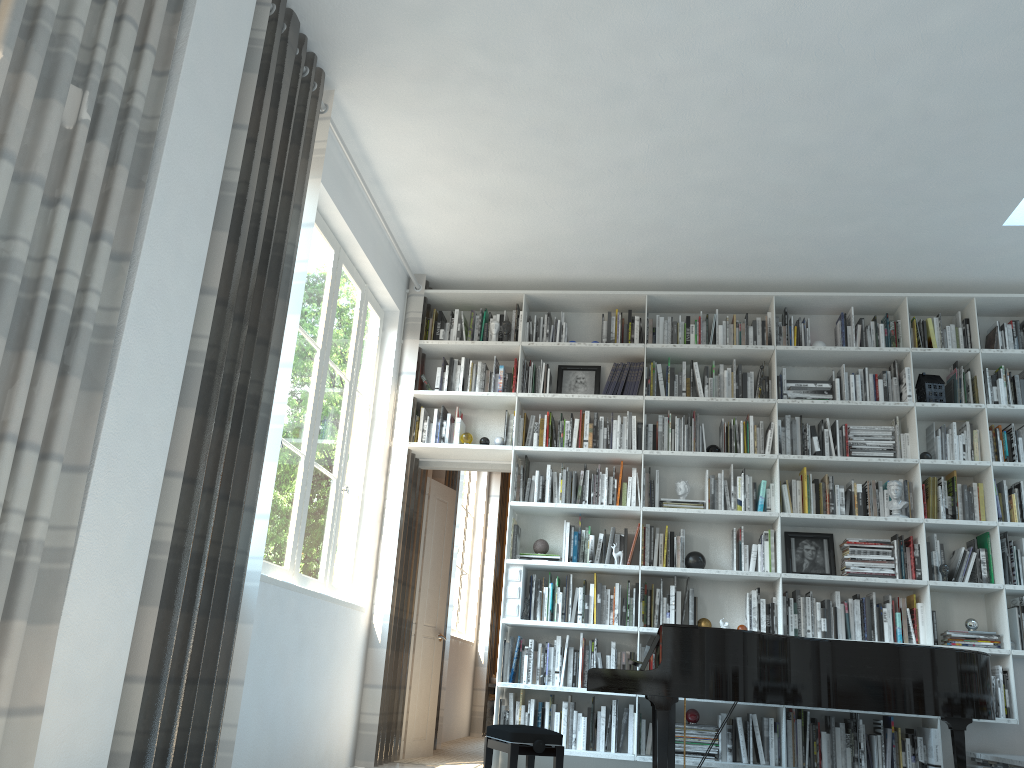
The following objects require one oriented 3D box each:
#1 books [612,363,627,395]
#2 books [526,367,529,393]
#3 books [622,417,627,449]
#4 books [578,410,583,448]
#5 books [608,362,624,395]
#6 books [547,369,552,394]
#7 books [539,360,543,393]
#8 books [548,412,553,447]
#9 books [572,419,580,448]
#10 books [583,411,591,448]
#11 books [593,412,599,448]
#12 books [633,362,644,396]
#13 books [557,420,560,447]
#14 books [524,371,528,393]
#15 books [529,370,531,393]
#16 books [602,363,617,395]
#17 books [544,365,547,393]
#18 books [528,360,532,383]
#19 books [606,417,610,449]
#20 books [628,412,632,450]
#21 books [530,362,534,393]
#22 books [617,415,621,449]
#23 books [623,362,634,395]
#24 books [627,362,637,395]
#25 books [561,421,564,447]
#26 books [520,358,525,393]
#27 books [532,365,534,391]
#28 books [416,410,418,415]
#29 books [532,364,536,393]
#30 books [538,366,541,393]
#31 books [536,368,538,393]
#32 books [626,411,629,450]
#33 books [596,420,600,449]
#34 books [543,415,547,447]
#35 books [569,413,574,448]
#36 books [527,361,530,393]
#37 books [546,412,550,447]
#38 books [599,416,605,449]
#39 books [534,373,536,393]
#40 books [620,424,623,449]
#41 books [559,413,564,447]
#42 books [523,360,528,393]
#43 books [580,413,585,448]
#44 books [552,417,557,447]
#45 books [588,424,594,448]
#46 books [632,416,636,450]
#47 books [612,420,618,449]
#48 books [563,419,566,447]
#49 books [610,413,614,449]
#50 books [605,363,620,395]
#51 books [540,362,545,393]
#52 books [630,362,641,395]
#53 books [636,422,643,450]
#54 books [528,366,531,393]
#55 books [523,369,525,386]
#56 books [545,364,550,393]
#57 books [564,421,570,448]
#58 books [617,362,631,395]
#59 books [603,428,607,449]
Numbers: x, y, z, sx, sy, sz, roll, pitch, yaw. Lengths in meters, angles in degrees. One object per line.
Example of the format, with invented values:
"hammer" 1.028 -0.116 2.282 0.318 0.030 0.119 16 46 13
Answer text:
"books" 0.731 0.017 6.077 0.110 0.278 0.175 1 -19 8
"books" 0.114 0.017 6.151 0.005 0.237 0.154 1 -19 8
"books" 0.756 0.368 5.952 0.024 0.265 0.155 1 -19 8
"books" 0.465 0.342 5.996 0.014 0.303 0.152 1 -18 8
"books" 0.706 0.011 6.064 0.110 0.278 0.175 1 -19 8
"books" 0.257 0.026 6.109 0.012 0.213 0.186 1 -19 8
"books" 0.207 -0.004 6.136 0.005 0.280 0.191 1 -19 8
"books" 0.263 0.344 6.004 0.011 0.276 0.164 1 -19 8
"books" 0.432 0.371 5.987 0.047 0.237 0.163 1 -19 8
"books" 0.506 0.344 5.964 0.030 0.284 0.186 1 -19 8
"books" 0.565 0.352 5.978 0.025 0.285 0.162 1 -18 8
"books" 0.859 0.011 6.047 0.078 0.284 0.175 1 -19 8
"books" 0.322 0.375 6.009 0.012 0.229 0.150 1 -19 8
"books" 0.103 0.033 6.147 0.015 0.206 0.173 1 -19 8
"books" 0.134 0.021 6.121 0.004 0.213 0.187 1 -19 8
"books" 0.662 0.013 6.079 0.110 0.278 0.175 1 -19 8
"books" 0.236 0.011 6.126 0.011 0.249 0.168 1 -19 8
"books" 0.126 -0.006 6.159 0.006 0.288 0.144 1 -18 8
"books" 0.650 0.369 5.968 0.035 0.259 0.131 1 -18 8
"books" 0.789 0.352 5.935 0.022 0.288 0.170 1 -19 8
"books" 0.144 0.004 6.140 0.009 0.259 0.184 1 -19 8
"books" 0.717 0.361 5.937 0.022 0.262 0.175 1 -19 8
"books" 0.793 0.014 6.070 0.078 0.284 0.175 1 -19 8
"books" 0.816 0.016 6.071 0.078 0.284 0.175 1 -19 8
"books" 0.344 0.376 5.988 0.014 0.217 0.164 1 -19 8
"books" 0.079 -0.014 6.151 0.005 0.291 0.184 1 -19 8
"books" 0.154 0.012 6.146 0.010 0.248 0.166 1 -19 8
"books" -0.670 0.323 6.134 0.011 0.271 0.189 1 -19 8
"books" 0.158 0.007 6.124 0.004 0.245 0.189 1 -19 8
"books" 0.194 0.014 6.134 0.019 0.243 0.154 1 -19 8
"books" 0.180 0.022 6.121 0.018 0.218 0.187 1 -19 8
"books" 0.771 0.347 5.926 0.012 0.290 0.183 1 -19 8
"books" 0.580 0.375 5.957 0.013 0.231 0.172 1 -19 8
"books" 0.231 0.357 6.011 0.014 0.252 0.188 1 -19 8
"books" 0.403 0.353 5.993 0.014 0.271 0.181 1 -19 8
"books" 0.120 -0.002 6.155 0.005 0.276 0.147 1 -18 8
"books" 0.249 0.346 6.017 0.020 0.280 0.165 1 -19 8
"books" 0.604 0.366 5.972 0.029 0.260 0.158 1 -19 8
"books" 0.170 0.035 6.156 0.012 0.214 0.132 1 -19 8
"books" 0.734 0.393 5.937 0.013 0.205 0.173 1 -19 8
"books" 0.335 0.351 6.011 0.012 0.276 0.151 1 -18 8
"books" 0.094 -0.007 6.157 0.006 0.286 0.149 1 -18 8
"books" 0.480 0.352 5.971 0.023 0.270 0.187 1 -19 8
"books" 0.293 0.363 6.012 0.047 0.249 0.134 1 -18 8
"books" 0.531 0.386 5.943 0.029 0.194 0.192 1 -19 8
"books" 0.817 0.364 5.925 0.035 0.263 0.178 1 -19 8
"books" 0.690 0.376 5.936 0.030 0.230 0.173 1 -19 8
"books" 0.358 0.373 5.994 0.011 0.228 0.171 1 -19 8
"books" 0.671 0.354 5.951 0.012 0.280 0.189 1 -19 8
"books" 0.686 0.016 6.084 0.110 0.278 0.175 1 -19 8
"books" 0.218 0.004 6.122 0.023 0.257 0.184 1 -19 8
"books" 0.838 0.015 6.064 0.078 0.284 0.175 1 -19 8
"books" 0.848 0.386 5.886 0.039 0.201 0.237 1 -19 8
"books" 0.129 0.017 6.134 0.009 0.228 0.185 1 -19 8
"books" 0.088 0.026 6.172 0.006 0.232 0.136 1 -19 8
"books" 0.247 0.009 6.124 0.012 0.254 0.167 1 -19 8
"books" 0.378 0.377 5.983 0.031 0.216 0.173 1 -19 8
"books" 0.758 0.009 6.055 0.097 0.281 0.175 1 -19 8
"books" 0.626 0.402 5.955 0.022 0.185 0.137 1 -19 8
